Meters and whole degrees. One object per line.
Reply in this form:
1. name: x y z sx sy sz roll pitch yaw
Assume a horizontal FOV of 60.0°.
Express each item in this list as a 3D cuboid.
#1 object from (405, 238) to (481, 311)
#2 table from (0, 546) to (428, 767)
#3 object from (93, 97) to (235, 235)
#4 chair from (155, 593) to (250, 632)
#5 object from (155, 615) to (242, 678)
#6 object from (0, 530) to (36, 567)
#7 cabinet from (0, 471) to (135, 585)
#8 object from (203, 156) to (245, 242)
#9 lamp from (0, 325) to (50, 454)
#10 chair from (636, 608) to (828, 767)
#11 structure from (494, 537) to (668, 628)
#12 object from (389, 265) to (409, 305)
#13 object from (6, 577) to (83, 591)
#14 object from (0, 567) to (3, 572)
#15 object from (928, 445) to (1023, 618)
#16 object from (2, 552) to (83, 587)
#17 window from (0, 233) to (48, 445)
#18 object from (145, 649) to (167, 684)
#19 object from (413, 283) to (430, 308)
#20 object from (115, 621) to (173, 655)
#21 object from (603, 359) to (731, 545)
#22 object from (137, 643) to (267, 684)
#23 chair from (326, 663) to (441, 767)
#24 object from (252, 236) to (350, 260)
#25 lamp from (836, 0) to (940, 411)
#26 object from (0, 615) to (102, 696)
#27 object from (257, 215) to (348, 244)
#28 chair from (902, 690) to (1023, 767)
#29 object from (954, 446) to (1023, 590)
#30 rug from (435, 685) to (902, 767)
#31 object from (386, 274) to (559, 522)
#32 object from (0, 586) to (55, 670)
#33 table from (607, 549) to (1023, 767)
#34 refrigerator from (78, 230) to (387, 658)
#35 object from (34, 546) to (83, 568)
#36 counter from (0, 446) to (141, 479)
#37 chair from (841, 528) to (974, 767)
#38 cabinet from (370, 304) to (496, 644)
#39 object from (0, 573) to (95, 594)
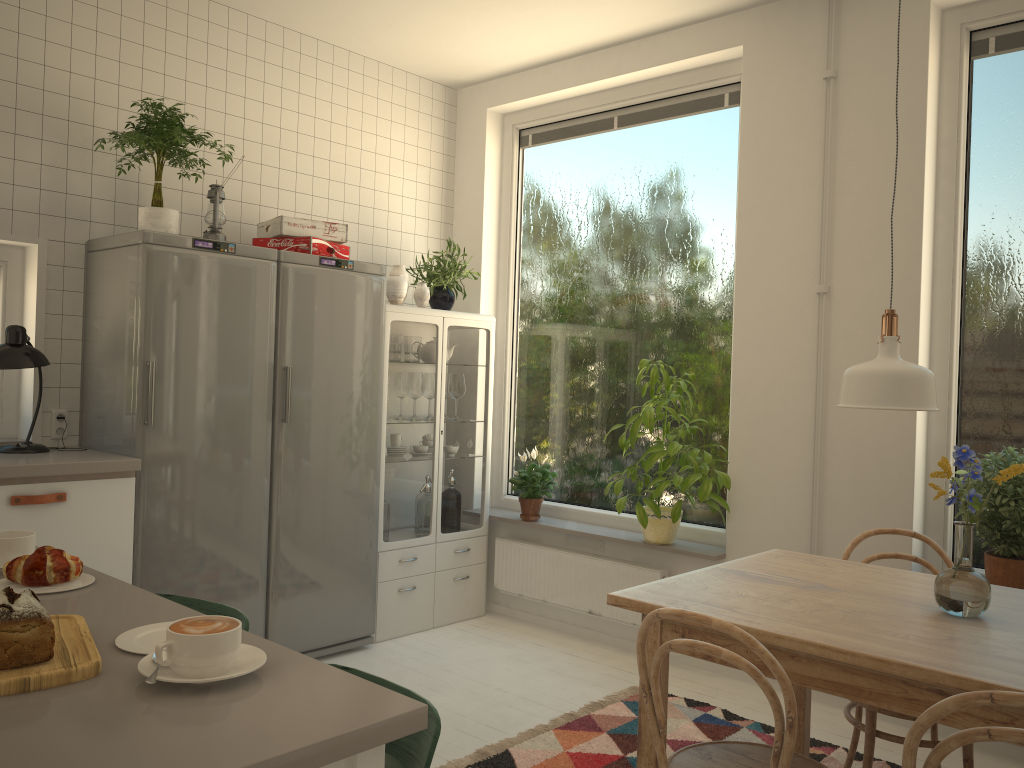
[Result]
1. object: -0.376 -0.565 4.641 0.371 0.385 0.373 2 0 -29
2. table: -0.910 0.797 1.275 1.424 0.864 0.794 2 0 42
3. object: -1.344 -0.838 3.438 0.474 0.545 0.468 2 0 -34
4. chair: -0.796 0.851 1.791 0.485 0.752 0.446 2 0 27
5. object: -0.405 0.344 1.163 0.094 0.064 0.098 2 0 1
6. object: -0.983 0.322 1.728 0.098 0.060 0.094 2 0 39
7. cabinet: -0.920 -0.016 0.875 4.845 2.159 2.852 2 0 42
8. object: -1.183 -0.753 3.626 0.163 0.383 0.154 2 0 -25
9. lamp: -1.819 0.017 3.235 0.239 0.465 0.262 2 0 -19
10. chair: 0.492 0.848 1.888 0.385 0.810 0.483 2 0 45
11. structure: 0.322 0.963 4.357 1.016 0.276 0.113 2 0 42
12. object: -0.559 -0.481 4.363 0.102 0.206 0.102 2 0 26
13. object: -0.851 0.359 1.610 0.122 0.005 0.120 2 1 -29
14. object: -0.982 0.349 1.726 0.160 0.020 0.160 2 1 39
15. object: 1.041 0.336 2.036 0.206 0.388 0.144 2 0 4
16. object: -0.849 0.332 1.593 0.131 0.060 0.070 2 0 -9
17. window: -2.571 -0.178 2.858 0.293 0.816 1.898 2 0 42
18. object: -0.455 0.363 1.131 0.027 0.011 0.132 2 0 -8
19. object: -0.447 -0.437 4.393 0.082 0.126 0.082 2 0 14
20. object: -0.496 0.375 1.311 0.167 0.005 0.167 2 1 38
21. object: 0.700 0.309 4.001 0.615 0.841 0.485 2 0 21
22. object: -0.406 0.373 1.166 0.160 0.020 0.160 2 0 8
23. chair: -0.363 0.869 1.349 0.485 0.752 0.446 2 0 42
24. object: -0.949 -0.599 4.009 0.312 0.082 0.309 2 0 22
25. lamp: 0.928 -0.737 2.132 0.229 1.596 0.229 2 0 -2
26. object: -0.696 0.363 1.195 0.237 0.019 0.306 2 1 -31
27. object: -0.950 -0.682 4.009 0.312 0.082 0.308 2 1 -35
28. chair: 0.846 0.863 1.520 0.385 0.810 0.483 2 0 25
29. object: 1.748 0.493 3.091 0.395 0.561 0.383 2 0 41
30. rug: 1.043 1.275 2.044 3.025 0.035 1.748 2 1 42
31. object: -0.179 0.093 4.403 0.943 1.208 0.261 2 0 -32
32. object: -0.647 0.313 1.147 0.086 0.087 0.090 2 0 -40
33. table: 1.179 0.911 1.849 1.798 0.749 0.894 2 0 42
34. refrigerator: -1.166 0.327 3.816 0.559 1.778 1.146 2 0 42
35. object: -0.844 0.332 1.647 0.074 0.059 0.060 2 0 12
36. counter: -0.932 0.381 0.876 4.845 0.163 2.856 2 1 42
37. chair: 1.161 0.865 2.605 0.385 0.810 0.483 2 0 15
38. cabinet: -0.513 0.419 4.547 0.453 1.592 0.789 2 0 42
39. object: -0.848 0.361 1.608 0.167 0.005 0.167 2 1 38
